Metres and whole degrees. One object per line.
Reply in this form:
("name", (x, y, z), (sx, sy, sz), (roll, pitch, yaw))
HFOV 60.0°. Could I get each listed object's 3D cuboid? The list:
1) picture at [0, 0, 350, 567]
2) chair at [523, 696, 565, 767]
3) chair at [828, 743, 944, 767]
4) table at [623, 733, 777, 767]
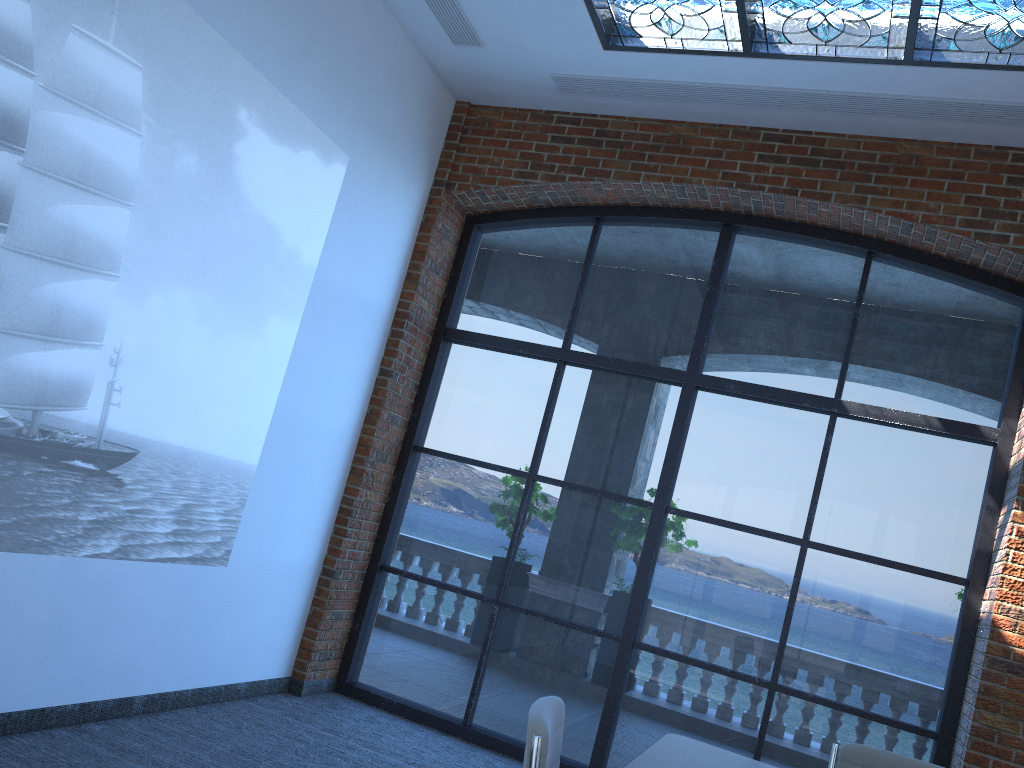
("picture", (-1.795, -0.556, 3.266), (0.024, 2.349, 3.488), (12, -8, 22))
("chair", (0.276, 1.367, 2.252), (0.705, 0.919, 0.563), (14, -7, 11))
("chair", (1.277, 1.726, 2.829), (0.559, 0.919, 0.711), (14, -7, 11))
("table", (2.195, 1.803, 1.386), (4.490, 0.806, 1.824), (12, -9, 22))
